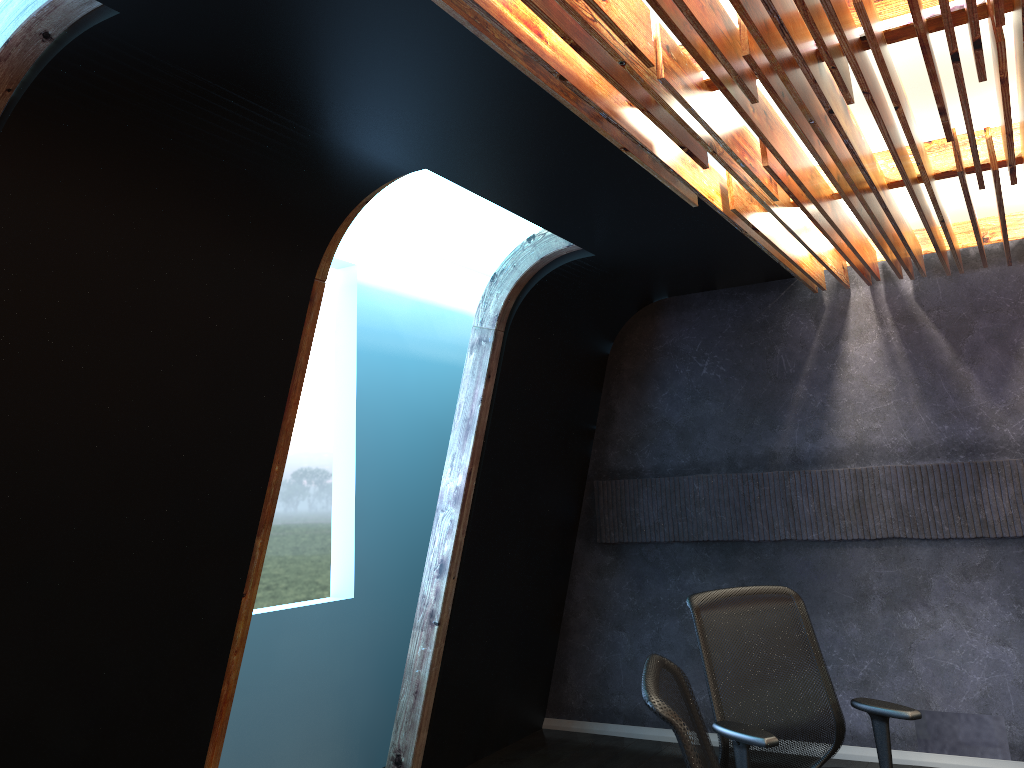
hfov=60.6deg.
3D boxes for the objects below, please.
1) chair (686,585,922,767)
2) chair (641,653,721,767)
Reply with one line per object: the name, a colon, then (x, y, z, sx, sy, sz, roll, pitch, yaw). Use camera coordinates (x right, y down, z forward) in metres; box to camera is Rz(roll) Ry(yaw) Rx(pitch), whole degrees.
chair: (1.112, 1.401, 3.126, 0.815, 1.273, 0.772, 4, -15, -25)
chair: (0.711, 1.229, 1.761, 0.795, 1.273, 0.791, -4, -13, 9)
